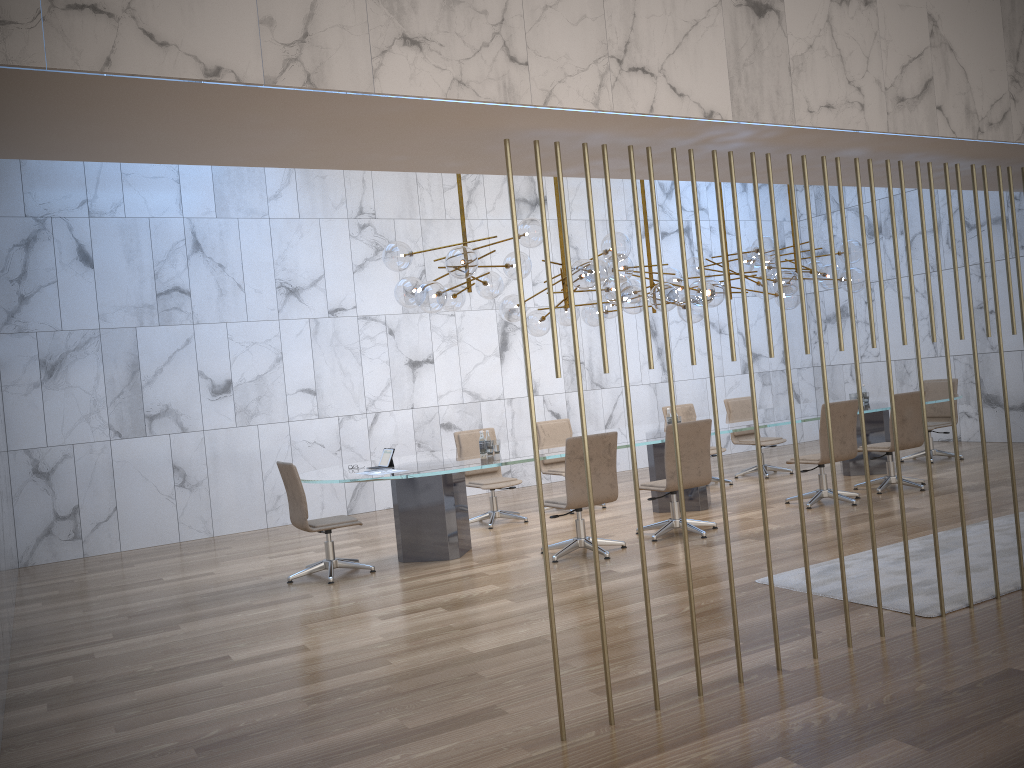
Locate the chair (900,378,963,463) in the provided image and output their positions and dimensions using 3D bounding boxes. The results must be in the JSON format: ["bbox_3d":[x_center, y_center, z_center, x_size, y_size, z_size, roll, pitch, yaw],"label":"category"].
[{"bbox_3d":[5.274,0.459,11.197,0.697,1.000,0.726,-5,0,-28],"label":"chair"}]

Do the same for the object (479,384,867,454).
[{"bbox_3d":[1.958,0.327,9.426,5.189,0.213,0.124,-5,0,-28],"label":"object"}]

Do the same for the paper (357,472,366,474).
[{"bbox_3d":[-1.132,0.730,7.397,0.290,0.001,0.210,-5,0,-30],"label":"paper"}]

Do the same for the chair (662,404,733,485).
[{"bbox_3d":[2.242,0.748,10.810,0.726,1.000,0.697,-5,0,-29],"label":"chair"}]

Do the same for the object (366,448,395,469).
[{"bbox_3d":[-1.156,0.653,7.762,0.205,0.159,0.255,-5,0,-29],"label":"object"}]

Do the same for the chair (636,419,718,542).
[{"bbox_3d":[1.434,0.829,7.824,0.726,1.000,0.697,-5,0,-28],"label":"chair"}]

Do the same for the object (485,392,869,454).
[{"bbox_3d":[1.974,0.374,9.377,5.112,0.117,0.183,-5,0,-28],"label":"object"}]

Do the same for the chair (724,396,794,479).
[{"bbox_3d":[3.116,0.664,11.287,0.726,1.000,0.697,-5,0,-29],"label":"chair"}]

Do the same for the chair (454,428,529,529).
[{"bbox_3d":[-0.238,0.986,9.457,0.726,1.000,0.697,-5,0,-29],"label":"chair"}]

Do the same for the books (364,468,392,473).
[{"bbox_3d":[-1.116,0.719,7.381,0.205,0.012,0.126,-5,0,-32],"label":"books"}]

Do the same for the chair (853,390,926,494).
[{"bbox_3d":[3.921,0.590,9.181,0.726,1.000,0.697,-5,0,-28],"label":"chair"}]

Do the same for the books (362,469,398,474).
[{"bbox_3d":[-1.086,0.721,7.295,0.205,0.012,0.239,-5,0,-41],"label":"books"}]

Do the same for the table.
[{"bbox_3d":[1.733,0.875,9.261,7.924,0.835,2.092,-5,0,-29],"label":"table"}]

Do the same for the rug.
[{"bbox_3d":[3.234,1.146,6.040,3.025,0.034,1.320,-5,0,-29],"label":"rug"}]

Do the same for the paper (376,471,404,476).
[{"bbox_3d":[-1.012,0.720,7.198,0.290,0.001,0.210,-5,0,-34],"label":"paper"}]

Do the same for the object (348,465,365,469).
[{"bbox_3d":[-1.390,0.736,7.928,0.134,0.037,0.096,-5,0,40],"label":"object"}]

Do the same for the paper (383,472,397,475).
[{"bbox_3d":[-1.012,0.719,7.198,0.290,0.001,0.210,-5,0,-36],"label":"paper"}]

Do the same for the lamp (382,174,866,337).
[{"bbox_3d":[1.362,-1.914,9.202,5.672,2.716,1.557,-5,0,-29],"label":"lamp"}]

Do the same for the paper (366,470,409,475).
[{"bbox_3d":[-1.012,0.719,7.198,0.290,0.001,0.210,-5,0,-35],"label":"paper"}]

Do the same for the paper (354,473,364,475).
[{"bbox_3d":[-1.143,0.732,7.404,0.290,0.001,0.210,-5,0,-31],"label":"paper"}]

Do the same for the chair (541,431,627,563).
[{"bbox_3d":[0.559,0.912,7.347,0.726,1.000,0.697,-5,0,-28],"label":"chair"}]

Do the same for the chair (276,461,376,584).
[{"bbox_3d":[-1.593,1.117,7.460,0.697,1.000,0.726,-5,0,-28],"label":"chair"}]

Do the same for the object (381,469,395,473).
[{"bbox_3d":[-1.013,0.708,7.239,0.011,0.011,0.158,-5,0,36],"label":"object"}]

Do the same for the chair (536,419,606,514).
[{"bbox_3d":[0.627,0.903,9.929,0.726,1.000,0.697,-5,0,-29],"label":"chair"}]

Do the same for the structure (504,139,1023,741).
[{"bbox_3d":[3.243,-0.073,5.320,7.223,2.456,0.023,-5,0,-29],"label":"structure"}]

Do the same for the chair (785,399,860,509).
[{"bbox_3d":[3.052,0.673,8.707,0.726,1.000,0.697,-5,0,-28],"label":"chair"}]
